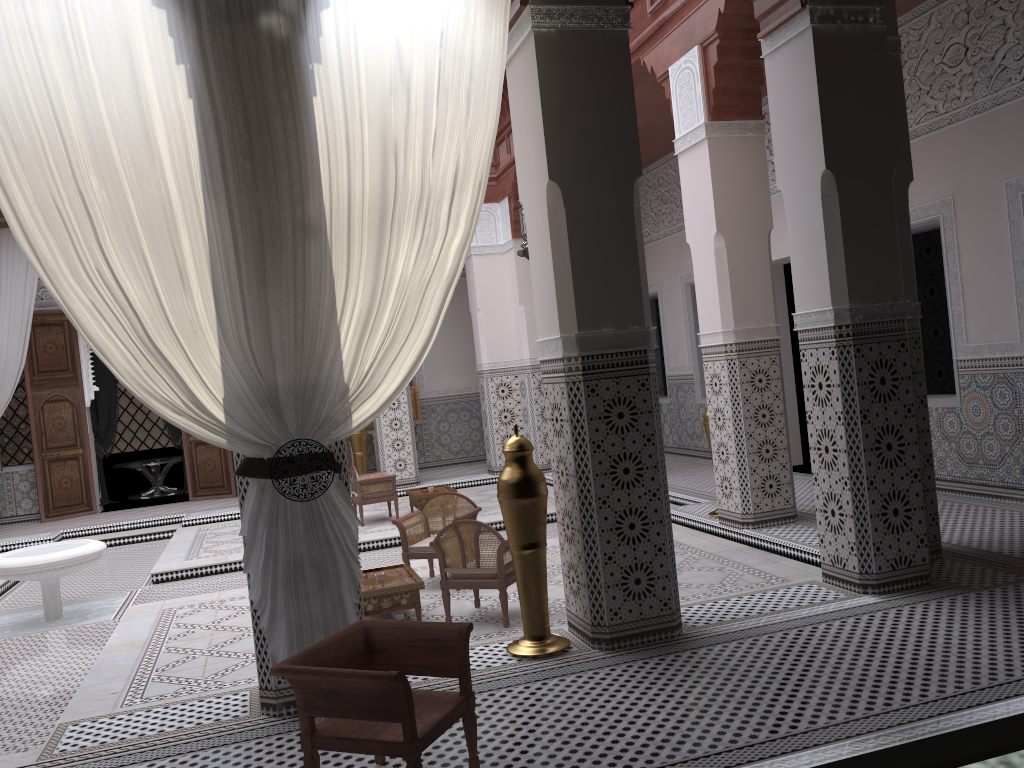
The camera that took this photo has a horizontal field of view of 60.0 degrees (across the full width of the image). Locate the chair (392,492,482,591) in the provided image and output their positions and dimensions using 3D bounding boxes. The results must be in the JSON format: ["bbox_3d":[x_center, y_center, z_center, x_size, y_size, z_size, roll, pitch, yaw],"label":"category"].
[{"bbox_3d":[-0.254,0.555,3.153,0.263,0.313,0.208,-6,1,20],"label":"chair"}]

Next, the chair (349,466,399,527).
[{"bbox_3d":[-0.739,0.582,4.748,0.208,0.313,0.263,-6,1,-20],"label":"chair"}]

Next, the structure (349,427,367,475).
[{"bbox_3d":[-0.981,0.418,5.702,0.156,0.539,0.156,-6,1,-10],"label":"structure"}]

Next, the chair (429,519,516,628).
[{"bbox_3d":[-0.077,0.543,2.655,0.263,0.313,0.208,-6,1,25],"label":"chair"}]

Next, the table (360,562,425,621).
[{"bbox_3d":[-0.408,0.663,2.766,0.229,0.142,0.330,-6,1,-16],"label":"table"}]

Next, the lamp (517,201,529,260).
[{"bbox_3d":[0.113,-0.527,2.424,0.216,0.552,0.221,-6,1,-16],"label":"lamp"}]

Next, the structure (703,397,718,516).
[{"bbox_3d":[0.850,0.257,3.599,0.156,0.539,0.156,-5,1,35],"label":"structure"}]

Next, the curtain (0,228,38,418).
[{"bbox_3d":[-3.380,-0.020,5.228,1.304,1.761,0.048,-6,1,-16],"label":"curtain"}]

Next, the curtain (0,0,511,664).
[{"bbox_3d":[-0.499,-0.272,1.814,1.304,1.761,0.137,-6,1,-16],"label":"curtain"}]

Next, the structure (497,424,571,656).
[{"bbox_3d":[0.036,0.363,2.129,0.156,0.539,0.156,-6,1,1],"label":"structure"}]

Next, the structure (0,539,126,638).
[{"bbox_3d":[-1.840,0.811,3.534,0.528,0.310,0.501,-6,1,-16],"label":"structure"}]

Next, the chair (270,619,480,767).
[{"bbox_3d":[-0.211,0.551,1.463,0.234,0.252,0.259,-6,1,24],"label":"chair"}]

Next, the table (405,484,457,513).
[{"bbox_3d":[-0.439,0.636,4.838,0.229,0.142,0.330,-6,1,-16],"label":"table"}]

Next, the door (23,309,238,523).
[{"bbox_3d":[-2.632,0.125,6.172,1.244,1.461,0.419,-6,1,-16],"label":"door"}]
